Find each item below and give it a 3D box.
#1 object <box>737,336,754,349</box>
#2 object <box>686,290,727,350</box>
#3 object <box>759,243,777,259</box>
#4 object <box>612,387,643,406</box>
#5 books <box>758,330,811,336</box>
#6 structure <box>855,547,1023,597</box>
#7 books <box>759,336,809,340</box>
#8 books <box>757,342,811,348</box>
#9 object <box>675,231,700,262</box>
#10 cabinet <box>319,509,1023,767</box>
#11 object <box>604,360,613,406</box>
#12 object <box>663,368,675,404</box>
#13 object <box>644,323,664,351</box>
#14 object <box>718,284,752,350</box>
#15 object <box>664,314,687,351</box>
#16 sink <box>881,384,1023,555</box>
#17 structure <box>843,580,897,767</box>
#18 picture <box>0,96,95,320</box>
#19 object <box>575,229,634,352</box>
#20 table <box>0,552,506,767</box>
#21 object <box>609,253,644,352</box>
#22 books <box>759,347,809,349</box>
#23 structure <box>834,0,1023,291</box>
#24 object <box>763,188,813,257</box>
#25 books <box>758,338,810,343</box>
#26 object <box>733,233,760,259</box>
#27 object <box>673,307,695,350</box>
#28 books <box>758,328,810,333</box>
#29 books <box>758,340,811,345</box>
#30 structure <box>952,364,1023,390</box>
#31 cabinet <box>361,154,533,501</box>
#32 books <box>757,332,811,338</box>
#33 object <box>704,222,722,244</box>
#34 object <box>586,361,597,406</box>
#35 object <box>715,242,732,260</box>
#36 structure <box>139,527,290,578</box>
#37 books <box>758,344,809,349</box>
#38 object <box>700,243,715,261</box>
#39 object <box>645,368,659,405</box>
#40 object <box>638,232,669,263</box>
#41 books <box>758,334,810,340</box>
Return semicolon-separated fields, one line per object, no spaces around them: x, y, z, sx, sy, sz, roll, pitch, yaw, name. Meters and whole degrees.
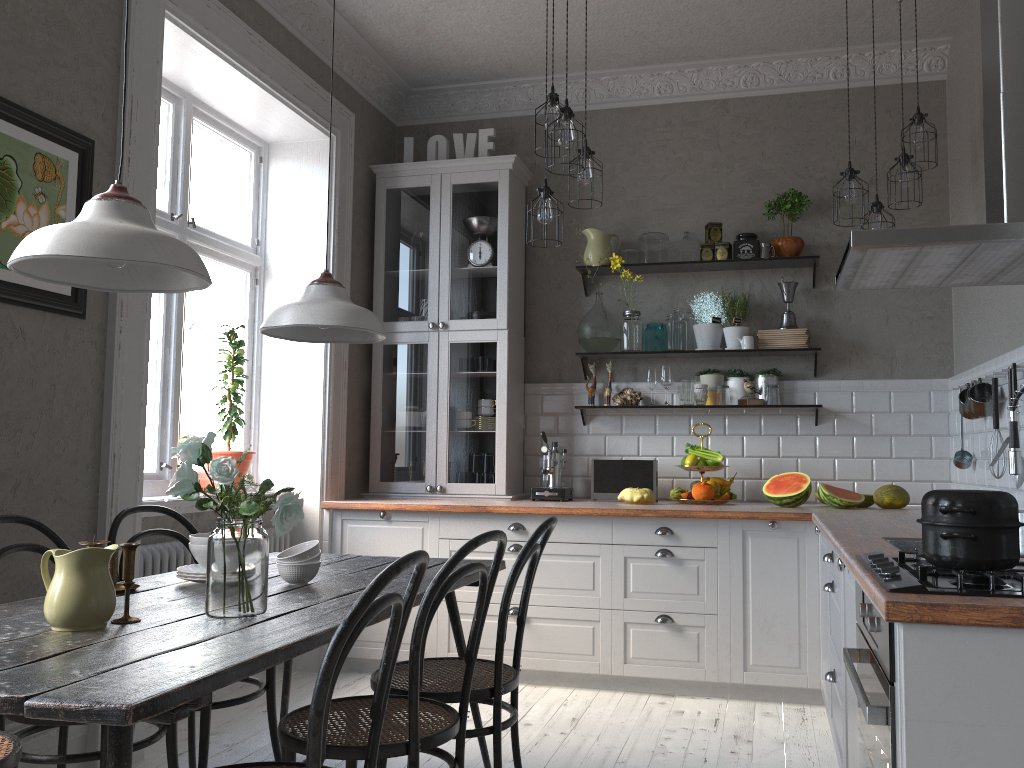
1.261;-0.218;4.739;0.064;0.071;0.104;5;-7;-45;object
1.104;-0.347;4.910;0.240;0.354;0.239;-2;-6;33;object
1.374;-0.712;4.761;0.092;0.096;0.075;-1;-5;15;object
0.639;0.072;4.929;0.178;0.111;0.096;1;-5;-8;object
1.470;-0.270;4.787;0.257;0.016;0.160;-2;-5;24;books
0.995;0.380;1.822;0.491;0.031;0.612;-1;-5;15;structure
1.469;-0.238;4.785;0.258;0.011;0.159;-1;-5;17;books
1.469;-0.205;4.782;0.256;0.016;0.160;-2;-5;27;books
0.993;-0.755;5.020;0.142;0.220;0.137;3;-5;-25;object
0.802;0.946;3.331;2.024;0.854;4.119;3;-5;-28;cabinet
0.548;0.000;4.984;0.063;0.264;0.052;4;-6;-39;object
0.864;0.018;4.916;0.082;0.217;0.082;1;-5;1;object
0.804;-0.252;4.976;0.124;0.172;0.127;-1;-5;18;object
1.217;-0.365;4.829;0.187;0.380;0.166;3;-5;-24;object
0.898;-0.278;4.862;0.122;0.206;0.127;-3;-6;37;object
1.314;0.339;2.421;0.523;0.720;0.491;-1;-5;15;sink
1.014;0.742;1.782;0.612;0.623;0.628;-1;-5;15;structure
-1.507;-0.546;2.756;0.020;0.619;0.526;-1;-5;16;picture
0.476;-0.510;4.976;0.338;0.674;0.334;2;-5;-16;object
-0.724;0.912;2.277;0.895;0.735;1.939;-1;-5;16;table
0.631;-0.447;4.886;0.190;0.540;0.282;0;-5;7;object
1.469;-0.183;4.780;0.258;0.011;0.159;-1;-5;17;books
1.451;-1.171;2.931;0.705;1.596;0.719;-1;-5;15;structure
1.508;-0.859;4.794;0.255;0.397;0.246;-3;-6;39;object
1.469;-0.227;4.784;0.257;0.011;0.160;-1;-5;20;books
1.295;-0.741;4.886;0.140;0.174;0.143;-1;-5;15;object
0.963;-0.294;5.004;0.129;0.264;0.133;-1;-5;20;object
1.470;-0.280;4.788;0.257;0.011;0.160;-1;-5;20;books
1.469;-0.216;4.783;0.257;0.016;0.160;-2;-5;24;books
1.945;-0.017;3.610;0.093;0.053;1.097;-1;-5;16;structure
-0.356;-0.288;5.094;0.870;1.921;0.391;-1;-5;14;cabinet
1.469;-0.259;4.787;0.256;0.016;0.160;-2;-5;27;books
1.110;-0.825;4.878;0.083;0.113;0.082;1;-5;-5;object
0.451;0.002;5.025;0.054;0.264;0.061;2;-5;-14;object
1.163;-0.714;4.864;0.081;0.113;0.084;-2;-5;25;object
-1.331;0.887;3.923;0.147;0.428;1.234;0;-5;14;structure
1.469;-0.195;4.781;0.257;0.011;0.160;-1;-5;20;books
1.080;-0.712;4.889;0.082;0.113;0.083;-1;-5;15;object
0.782;0.019;4.940;0.082;0.217;0.082;1;-5;1;object
0.794;-0.744;4.970;0.175;0.184;0.168;4;-6;-36;object
1.469;-0.248;4.786;0.257;0.011;0.160;-1;-5;20;books
